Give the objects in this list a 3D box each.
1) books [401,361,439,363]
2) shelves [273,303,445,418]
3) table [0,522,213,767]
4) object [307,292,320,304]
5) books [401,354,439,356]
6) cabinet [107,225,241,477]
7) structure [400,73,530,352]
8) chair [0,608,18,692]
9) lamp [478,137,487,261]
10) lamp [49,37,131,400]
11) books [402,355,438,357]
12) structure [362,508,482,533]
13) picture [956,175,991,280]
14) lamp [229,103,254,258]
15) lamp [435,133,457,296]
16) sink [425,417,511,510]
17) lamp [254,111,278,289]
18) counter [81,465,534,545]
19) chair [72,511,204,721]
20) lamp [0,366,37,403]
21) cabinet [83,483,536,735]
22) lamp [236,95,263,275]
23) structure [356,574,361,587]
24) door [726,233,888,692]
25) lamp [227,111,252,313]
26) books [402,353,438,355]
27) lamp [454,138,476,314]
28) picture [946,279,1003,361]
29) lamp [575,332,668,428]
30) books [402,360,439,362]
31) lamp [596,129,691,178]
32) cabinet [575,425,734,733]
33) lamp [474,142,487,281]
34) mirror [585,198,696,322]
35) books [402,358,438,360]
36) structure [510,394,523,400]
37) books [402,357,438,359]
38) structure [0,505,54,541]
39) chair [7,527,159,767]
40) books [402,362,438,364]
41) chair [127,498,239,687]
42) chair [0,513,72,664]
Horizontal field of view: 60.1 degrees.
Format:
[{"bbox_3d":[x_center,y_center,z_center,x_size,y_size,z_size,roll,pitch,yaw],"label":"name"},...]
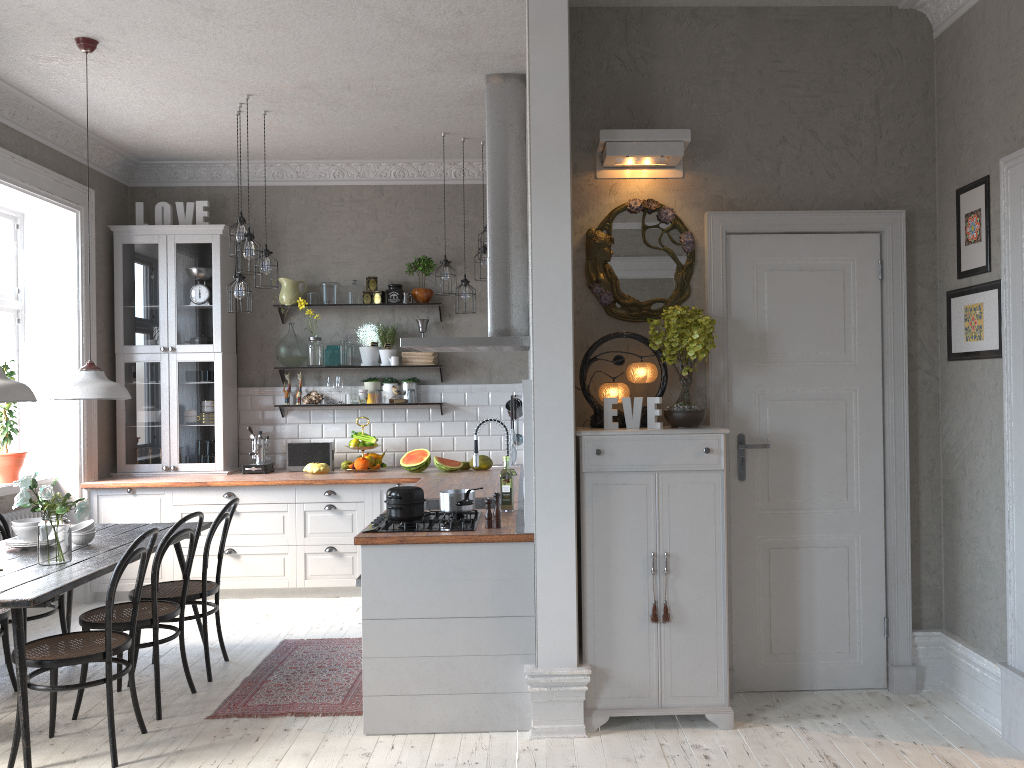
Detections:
[{"bbox_3d":[-0.734,-0.175,7.079,0.259,0.016,0.159,-1,0,12],"label":"books"},{"bbox_3d":[-1.205,-0.168,7.060,1.318,0.923,0.228,-1,0,-1],"label":"shelves"},{"bbox_3d":[-2.203,1.170,4.206,0.905,0.735,1.918,-1,0,0],"label":"table"},{"bbox_3d":[-1.581,-0.673,7.056,0.103,0.111,0.103,-1,0,-1],"label":"object"},{"bbox_3d":[-0.735,-0.229,7.079,0.259,0.016,0.159,-1,0,12],"label":"books"},{"bbox_3d":[-2.598,-0.241,6.887,0.880,1.921,0.387,-1,0,-1],"label":"cabinet"},{"bbox_3d":[-0.264,-1.002,5.242,0.713,1.595,0.711,-1,0,0],"label":"structure"},{"bbox_3d":[-2.688,1.084,4.215,0.551,0.920,0.437,-1,0,-3],"label":"chair"},{"bbox_3d":[-0.179,-1.764,6.375,0.149,1.735,0.144,-1,0,-28],"label":"lamp"},{"bbox_3d":[-2.182,-0.845,4.566,0.377,1.858,0.381,-1,0,7],"label":"lamp"},{"bbox_3d":[-0.735,-0.218,7.079,0.260,0.011,0.158,-1,0,5],"label":"books"},{"bbox_3d":[-0.407,0.635,4.187,0.496,0.031,0.605,-1,0,0],"label":"structure"},{"bbox_3d":[2.049,-0.688,3.937,0.012,0.416,0.282,-1,0,1],"label":"picture"},{"bbox_3d":[-1.717,-1.672,5.591,0.148,1.735,0.145,-1,0,-13],"label":"lamp"},{"bbox_3d":[-0.483,-1.503,6.297,0.144,1.735,0.149,-1,0,32],"label":"lamp"},{"bbox_3d":[-0.256,0.544,4.837,0.528,0.720,0.485,-1,0,0],"label":"sink"},{"bbox_3d":[-1.604,-1.492,5.748,0.148,1.735,0.145,-1,0,-13],"label":"lamp"},{"bbox_3d":[-1.454,0.689,5.455,3.164,0.039,3.388,-1,0,0],"label":"counter"},{"bbox_3d":[-1.756,1.070,4.203,0.546,0.920,0.440,-1,0,7],"label":"chair"},{"bbox_3d":[-2.197,-0.849,3.672,0.371,1.858,0.387,-1,0,37],"label":"lamp"},{"bbox_3d":[-0.994,1.094,5.613,2.030,0.854,4.105,-1,0,-44],"label":"cabinet"},{"bbox_3d":[-1.622,-1.544,5.434,0.150,1.735,0.143,-1,0,-43],"label":"lamp"},{"bbox_3d":[-0.376,0.999,4.182,0.619,0.623,0.621,-1,0,0],"label":"structure"},{"bbox_3d":[1.413,0.372,4.234,0.752,2.183,0.080,-1,0,-2],"label":"door"},{"bbox_3d":[-1.777,-1.331,5.747,0.149,1.735,0.144,-1,0,-33],"label":"lamp"},{"bbox_3d":[-0.735,-0.240,7.080,0.259,0.016,0.158,-1,0,8],"label":"books"},{"bbox_3d":[-0.350,-1.381,6.433,0.149,1.735,0.144,-1,0,-28],"label":"lamp"},{"bbox_3d":[2.054,-0.273,3.938,0.014,0.331,0.489,-1,0,1],"label":"picture"},{"bbox_3d":[0.512,0.038,4.078,0.447,0.558,0.172,-1,0,7],"label":"lamp"},{"bbox_3d":[-0.734,-0.186,7.079,0.259,0.016,0.158,-1,0,8],"label":"books"},{"bbox_3d":[0.609,-1.072,4.134,0.416,0.171,0.219,-1,0,-1],"label":"lamp"},{"bbox_3d":[0.619,0.847,3.981,0.667,1.297,0.383,-1,0,-1],"label":"cabinet"},{"bbox_3d":[-0.216,-1.635,6.544,0.143,1.735,0.150,-1,0,42],"label":"lamp"},{"bbox_3d":[0.613,-0.591,4.213,0.533,0.593,0.071,-1,0,-1],"label":"mirror"},{"bbox_3d":[-0.734,-0.196,7.079,0.260,0.011,0.158,-1,0,5],"label":"books"},{"bbox_3d":[0.043,0.088,6.107,0.094,0.053,1.085,-1,0,1],"label":"structure"},{"bbox_3d":[-0.734,-0.208,7.079,0.261,0.011,0.158,-1,0,2],"label":"books"},{"bbox_3d":[-3.232,1.037,5.608,0.149,0.428,1.221,-1,0,-1],"label":"structure"},{"bbox_3d":[-1.761,1.068,3.669,0.551,0.920,0.437,-1,0,-3],"label":"chair"},{"bbox_3d":[-0.734,-0.164,7.079,0.260,0.011,0.158,-1,0,5],"label":"books"},{"bbox_3d":[-1.730,1.072,4.687,0.551,0.920,0.437,-1,0,-3],"label":"chair"},{"bbox_3d":[-2.662,1.085,4.702,0.544,0.920,0.441,-1,0,12],"label":"chair"}]
